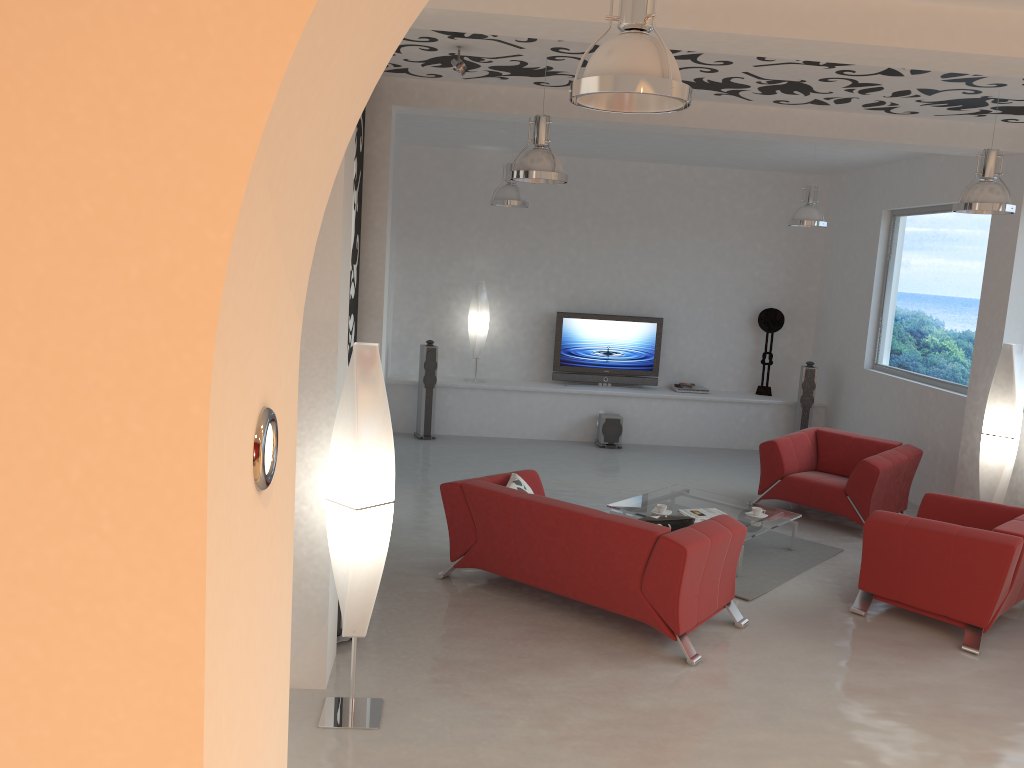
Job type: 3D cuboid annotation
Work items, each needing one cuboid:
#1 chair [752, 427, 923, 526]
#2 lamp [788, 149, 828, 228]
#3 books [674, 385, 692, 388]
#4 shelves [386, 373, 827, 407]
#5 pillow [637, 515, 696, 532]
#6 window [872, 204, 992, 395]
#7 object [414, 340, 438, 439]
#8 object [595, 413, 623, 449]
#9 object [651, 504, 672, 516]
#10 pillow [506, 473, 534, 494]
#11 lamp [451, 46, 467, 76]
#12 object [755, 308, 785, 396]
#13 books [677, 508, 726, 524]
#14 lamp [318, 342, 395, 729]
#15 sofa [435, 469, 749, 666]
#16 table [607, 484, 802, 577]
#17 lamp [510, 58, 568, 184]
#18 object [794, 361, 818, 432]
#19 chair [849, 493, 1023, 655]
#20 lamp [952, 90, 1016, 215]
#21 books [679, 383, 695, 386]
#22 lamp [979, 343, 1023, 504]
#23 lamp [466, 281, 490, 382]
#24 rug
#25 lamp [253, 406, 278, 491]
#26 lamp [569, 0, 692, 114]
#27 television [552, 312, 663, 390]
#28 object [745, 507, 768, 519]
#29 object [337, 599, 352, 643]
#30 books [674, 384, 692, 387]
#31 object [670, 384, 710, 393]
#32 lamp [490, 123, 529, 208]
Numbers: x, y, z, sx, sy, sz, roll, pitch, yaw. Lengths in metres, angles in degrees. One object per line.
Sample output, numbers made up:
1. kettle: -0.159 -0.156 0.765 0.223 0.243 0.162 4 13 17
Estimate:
1. chair: 3.018 0.873 8.262 0.951 0.738 1.288 -4 11 -44
2. lamp: 2.998 -1.984 8.872 0.379 0.800 0.379 9 10 35
3. books: 2.202 0.032 11.400 0.190 0.015 0.135 -3 10 -39
4. shelves: 1.199 0.074 11.250 5.500 0.050 0.650 3 8 -4
5. pillow: 0.890 0.955 5.472 0.402 0.343 0.288 2 8 -12
6. window: 4.335 -0.887 8.912 0.100 1.800 2.400 3 8 -4
7. object: -1.015 0.059 10.607 0.255 1.184 0.273 1 9 -19
8. object: 1.196 0.573 10.856 0.336 0.374 0.337 3 8 -4
9. object: 1.174 0.985 6.952 0.153 0.069 0.153 7 9 22
10. pillow: 0.090 0.822 6.053 0.288 0.343 0.402 4 8 3
11. lamp: -0.337 -2.043 5.615 0.112 0.176 0.118 10 10 38
12. object: 3.302 -0.416 11.436 0.331 1.130 0.108 7 9 20
13. books: 1.510 1.029 6.912 0.367 0.035 0.345 2 8 -14
14. lamp: -0.712 0.698 4.121 0.313 1.779 0.313 4 8 4
15. sofa: 0.494 1.066 5.781 1.929 0.738 0.951 9 10 35
16. table: 1.547 1.155 7.180 1.162 0.286 1.097 11 11 40
17. lamp: 0.198 -1.709 5.688 0.379 0.800 0.379 2 8 -11
18. object: 3.614 0.304 10.944 0.255 1.184 0.273 5 8 11
19. chair: 3.042 1.193 6.022 1.288 0.738 0.951 -4 11 -44
20. lamp: 3.194 -1.550 5.910 0.379 0.800 0.379 7 9 24
21. books: 2.254 0.005 11.397 0.190 0.015 0.135 4 8 6
22. lamp: 3.900 0.565 7.117 0.313 1.779 0.313 2 8 -12
23. lamp: -0.423 -0.655 11.070 0.263 1.239 0.263 2 8 -12
24. rug: 1.529 1.299 7.191 1.700 0.025 1.700 11 11 40
25. lamp: -0.304 0.080 1.099 0.011 0.105 0.105 3 8 -4
26. lamp: 0.394 -1.276 2.726 0.379 0.800 0.379 -2 10 -33
27. television: 1.216 -0.421 11.297 1.356 0.919 0.343 3 8 -4
28. object: 1.944 1.020 7.046 0.153 0.069 0.153 -3 10 -37
29. object: -0.979 0.904 4.927 0.214 1.112 0.229 11 11 40
30. books: 2.202 0.017 11.401 0.190 0.015 0.135 0 9 -24
31. object: 2.292 0.062 11.437 0.430 0.045 0.352 3 8 -4
32. lamp: 0.001 -2.142 8.650 0.379 0.800 0.379 3 8 -8
